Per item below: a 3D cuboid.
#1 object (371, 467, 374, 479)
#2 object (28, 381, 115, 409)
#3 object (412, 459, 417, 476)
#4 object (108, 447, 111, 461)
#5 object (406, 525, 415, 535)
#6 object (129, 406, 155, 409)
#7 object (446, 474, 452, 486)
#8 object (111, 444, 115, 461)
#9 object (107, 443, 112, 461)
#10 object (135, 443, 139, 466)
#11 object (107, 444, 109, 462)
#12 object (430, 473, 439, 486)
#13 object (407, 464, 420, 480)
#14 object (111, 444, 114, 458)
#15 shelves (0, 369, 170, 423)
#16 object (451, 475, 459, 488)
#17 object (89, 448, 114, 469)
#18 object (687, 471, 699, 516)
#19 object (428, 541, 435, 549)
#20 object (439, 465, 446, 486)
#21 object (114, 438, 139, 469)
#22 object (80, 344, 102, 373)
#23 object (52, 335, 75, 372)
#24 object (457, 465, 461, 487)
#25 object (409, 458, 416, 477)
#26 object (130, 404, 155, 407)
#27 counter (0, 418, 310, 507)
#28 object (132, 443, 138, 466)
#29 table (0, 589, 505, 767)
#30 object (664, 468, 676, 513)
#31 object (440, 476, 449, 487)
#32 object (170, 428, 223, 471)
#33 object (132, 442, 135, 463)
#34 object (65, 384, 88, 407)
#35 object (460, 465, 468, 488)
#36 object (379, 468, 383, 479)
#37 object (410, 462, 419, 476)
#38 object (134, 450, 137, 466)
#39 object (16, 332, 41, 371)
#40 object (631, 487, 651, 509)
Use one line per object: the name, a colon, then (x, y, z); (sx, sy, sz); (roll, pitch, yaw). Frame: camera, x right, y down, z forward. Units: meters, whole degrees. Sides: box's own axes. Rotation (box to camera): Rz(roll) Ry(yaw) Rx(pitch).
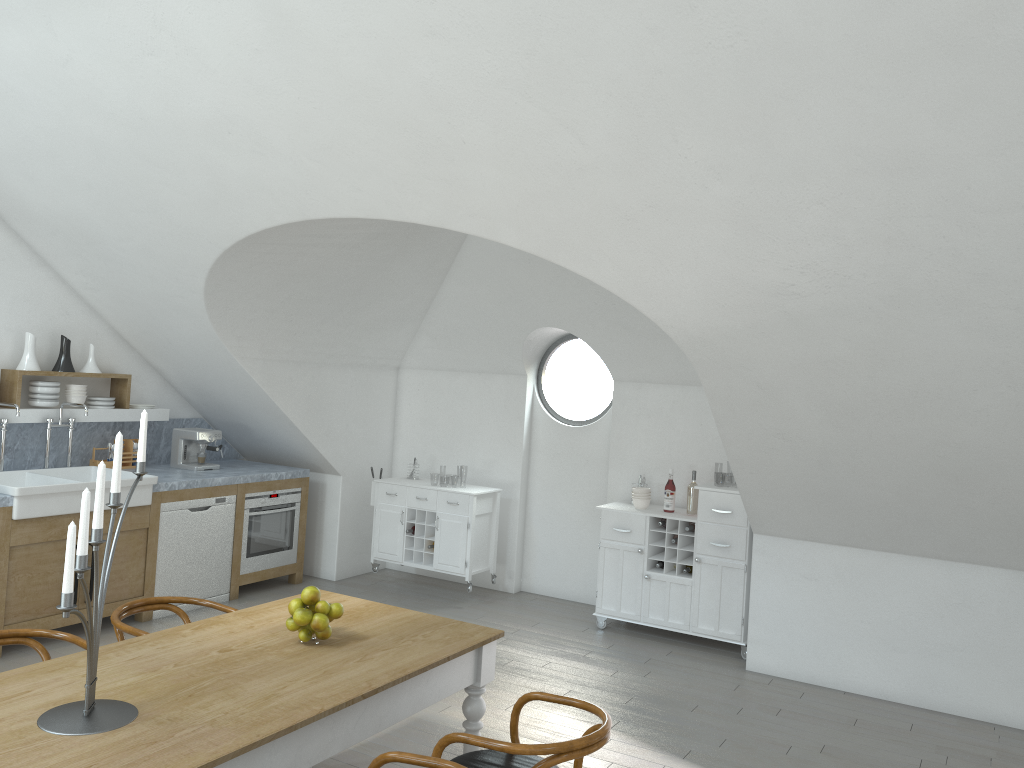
object: (-1.194, 0.856, 7.716); (0.088, 0.269, 0.029); (3, -1, 3)
object: (-3.222, 0.084, 6.515); (0.198, 0.196, 0.656); (3, 0, 29)
object: (-0.855, 0.741, 7.800); (0.039, 0.164, 0.024); (2, -2, 42)
object: (-3.050, 0.561, 6.714); (0.019, 0.179, 0.044); (4, -1, -6)
object: (-0.793, 1.231, 7.475); (0.082, 0.085, 0.317); (3, 0, 30)
object: (-2.946, 0.187, 7.036); (0.213, 0.025, 0.213); (4, 0, 17)
object: (-0.515, 0.817, 7.496); (0.094, 0.093, 0.093); (3, 0, 17)
object: (-3.026, 0.550, 6.732); (0.040, 0.192, 0.042); (4, -1, -24)
object: (-3.068, 0.547, 6.756); (0.040, 0.192, 0.042); (4, -1, -23)
object: (-2.943, 0.556, 6.950); (0.019, 0.196, 0.022); (3, -1, 30)
object: (-3.063, 0.551, 6.729); (0.019, 0.196, 0.022); (3, -1, 18)
object: (-0.650, 0.803, 7.425); (0.082, 0.105, 0.081); (3, -1, 43)
object: (-0.871, 0.774, 7.819); (0.101, 0.138, 0.067); (3, -1, 29)
object: (-3.043, 0.552, 6.740); (0.023, 0.196, 0.018); (3, -1, 24)
shelves: (-4.052, -0.446, 4.742); (0.480, 1.362, 5.544); (3, 0, 24)
object: (-0.481, 0.817, 7.411); (0.071, 0.099, 0.071); (4, -1, -37)
object: (-3.094, 0.564, 6.713); (0.100, 0.171, 0.172); (3, -1, 31)
object: (1.347, 0.810, 6.592); (0.085, 0.331, 0.085); (4, -1, -12)
object: (-0.608, 1.346, 7.408); (0.082, 0.083, 0.316); (3, 0, 29)
object: (-0.587, 0.774, 7.479); (0.048, 0.169, 0.048); (3, -1, 17)
object: (-2.994, 0.543, 6.913); (0.104, 0.223, 0.200); (3, -1, 29)
object: (-3.157, -0.193, 6.656); (0.156, 0.218, 0.156); (3, -1, 11)
object: (-3.257, -0.222, 6.457); (0.156, 0.268, 0.156); (3, -1, 34)
object: (-0.441, 0.779, 7.470); (0.054, 0.179, 0.054); (3, -1, 7)
object: (-0.875, 0.738, 7.829); (0.039, 0.175, 0.054); (3, -1, 29)
object: (-2.945, 0.179, 7.037); (0.213, 0.025, 0.213); (4, 0, 17)
counter: (-3.660, 0.381, 5.058); (0.962, 0.620, 6.568); (3, 0, 29)
object: (-2.943, 0.553, 6.923); (0.040, 0.192, 0.042); (4, -1, -10)
table: (-1.316, 1.357, 2.473); (1.019, 0.799, 3.345); (3, 0, 29)
object: (1.193, 0.801, 6.686); (0.081, 0.330, 0.081); (3, -1, 25)
object: (-0.564, 0.818, 7.417); (0.077, 0.085, 0.077); (3, -1, 17)
object: (-2.491, 0.529, 7.157); (0.387, 0.320, 0.324); (3, 0, 29)
object: (-2.965, 0.555, 6.944); (0.023, 0.196, 0.018); (3, -2, 37)
object: (-3.201, 0.083, 6.504); (0.157, 0.160, 0.154); (4, -1, -32)
object: (-0.406, 0.777, 7.416); (0.063, 0.187, 0.063); (3, -1, 15)
object: (-1.146, 0.859, 7.690); (0.029, 0.269, 0.088); (4, -1, -34)
object: (-0.865, 0.754, 7.826); (0.097, 0.137, 0.029); (3, -1, 33)
object: (-2.945, 0.556, 6.940); (0.018, 0.196, 0.020); (5, -2, -38)
object: (-3.389, -0.229, 6.229); (0.156, 0.268, 0.156); (3, -1, 18)
object: (0.986, 0.873, 6.769); (0.157, 0.160, 0.154); (4, -1, -32)
